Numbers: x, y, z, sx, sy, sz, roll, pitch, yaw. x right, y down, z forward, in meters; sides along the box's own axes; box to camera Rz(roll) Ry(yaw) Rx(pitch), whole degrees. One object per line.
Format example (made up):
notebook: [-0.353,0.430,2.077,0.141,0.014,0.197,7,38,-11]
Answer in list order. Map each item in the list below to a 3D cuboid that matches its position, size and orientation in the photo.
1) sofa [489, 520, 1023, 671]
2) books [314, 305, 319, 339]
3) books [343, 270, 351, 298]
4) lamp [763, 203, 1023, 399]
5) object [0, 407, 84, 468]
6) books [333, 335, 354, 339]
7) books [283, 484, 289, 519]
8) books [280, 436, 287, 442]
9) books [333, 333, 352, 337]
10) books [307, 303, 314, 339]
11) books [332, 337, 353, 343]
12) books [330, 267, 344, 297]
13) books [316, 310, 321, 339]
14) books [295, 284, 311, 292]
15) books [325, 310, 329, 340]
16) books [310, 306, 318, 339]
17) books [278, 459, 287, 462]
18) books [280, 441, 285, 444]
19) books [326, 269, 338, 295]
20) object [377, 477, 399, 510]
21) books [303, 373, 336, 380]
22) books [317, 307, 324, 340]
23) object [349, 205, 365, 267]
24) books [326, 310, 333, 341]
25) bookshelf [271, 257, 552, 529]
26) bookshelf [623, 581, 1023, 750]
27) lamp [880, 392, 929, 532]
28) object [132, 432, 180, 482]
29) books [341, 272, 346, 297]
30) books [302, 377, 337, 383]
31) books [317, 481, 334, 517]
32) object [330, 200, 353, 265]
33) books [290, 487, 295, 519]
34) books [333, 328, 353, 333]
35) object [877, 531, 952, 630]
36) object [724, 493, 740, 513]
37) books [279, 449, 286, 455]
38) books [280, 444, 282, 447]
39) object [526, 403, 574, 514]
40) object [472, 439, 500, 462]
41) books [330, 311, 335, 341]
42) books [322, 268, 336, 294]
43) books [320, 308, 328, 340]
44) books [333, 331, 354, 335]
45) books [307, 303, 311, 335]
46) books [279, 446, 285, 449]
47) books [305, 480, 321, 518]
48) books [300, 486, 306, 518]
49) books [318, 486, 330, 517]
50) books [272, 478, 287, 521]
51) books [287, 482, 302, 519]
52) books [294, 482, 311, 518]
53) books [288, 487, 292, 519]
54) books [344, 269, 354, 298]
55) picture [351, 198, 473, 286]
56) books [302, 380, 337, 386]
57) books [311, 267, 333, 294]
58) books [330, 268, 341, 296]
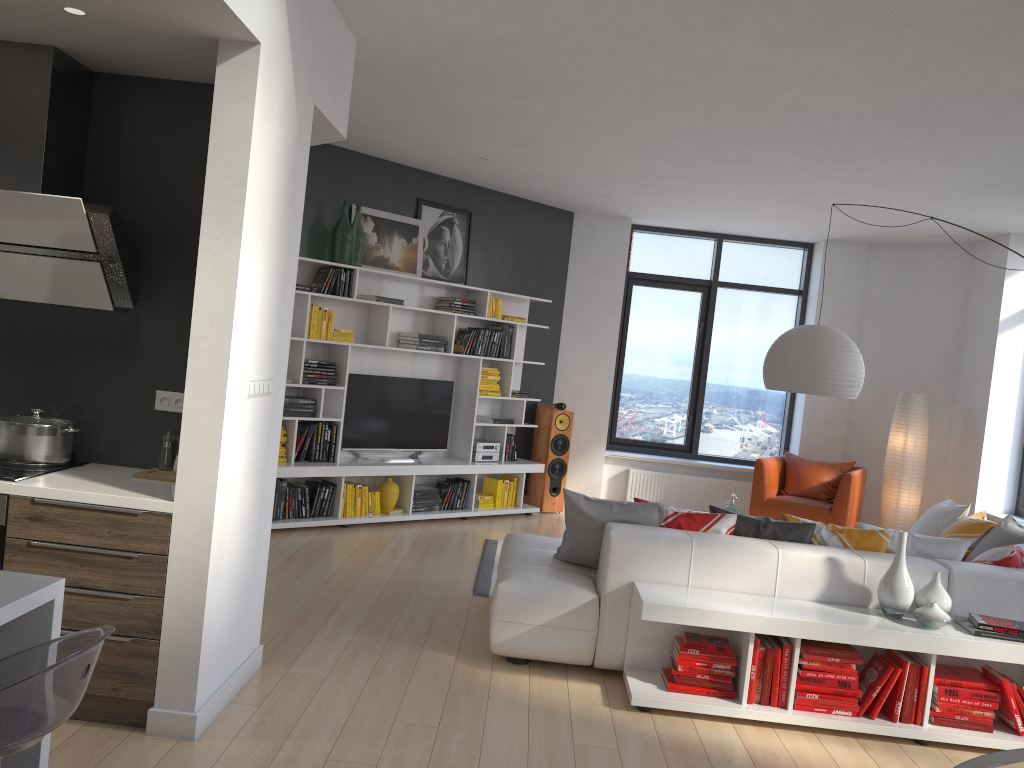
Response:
sofa: [1.635,1.144,5.508,3.424,0.732,2.614,6,2,1]
books: [-1.564,-0.482,6.878,0.015,0.263,0.199,4,3,-44]
books: [-1.348,-0.794,7.019,0.038,0.218,0.169,4,3,-44]
lamp: [2.893,0.345,4.768,3.199,2.647,0.710,8,3,37]
object: [-1.948,0.208,3.626,0.315,0.223,0.288,8,3,42]
books: [-1.381,-0.377,7.048,0.196,0.011,0.148,4,3,-44]
books: [-1.761,0.878,6.750,0.053,0.268,0.202,4,3,-44]
books: [-1.870,0.405,6.741,0.250,0.035,0.185,5,3,-41]
books: [-1.370,-0.389,7.030,0.169,0.018,0.113,4,3,-42]
books: [-1.606,-0.490,6.827,0.025,0.270,0.213,4,3,-44]
books: [-1.381,-0.354,7.045,0.190,0.033,0.147,4,3,-44]
books: [-1.389,-0.803,6.984,0.025,0.232,0.176,4,3,-44]
books: [-1.538,-0.462,6.876,0.024,0.229,0.156,4,3,-44]
books: [-1.688,-0.734,6.690,0.268,0.046,0.208,5,3,-40]
books: [-1.494,-0.466,6.942,0.023,0.239,0.169,4,3,-44]
books: [-1.585,-0.481,6.855,0.044,0.255,0.198,4,3,-44]
books: [-1.877,0.563,6.723,0.270,0.029,0.204,5,3,-39]
books: [-1.882,0.431,6.735,0.251,0.019,0.180,4,3,-44]
books: [-1.438,-0.798,6.930,0.074,0.212,0.154,4,3,-45]
object: [-1.036,0.910,7.408,0.185,0.257,0.185,7,2,24]
books: [-1.550,-0.067,6.948,0.209,0.030,0.266,8,3,45]
books: [-1.534,-0.475,6.903,0.019,0.251,0.180,4,3,-44]
object: [-1.254,-1.184,7.111,0.157,0.507,0.157,5,2,-30]
books: [-1.475,-0.462,6.957,0.024,0.234,0.172,4,3,-44]
bookshelf: [-0.867,0.132,7.517,3.000,2.052,0.455,4,3,-44]
bookshelf: [1.840,1.336,4.023,2.600,0.500,0.356,6,2,1]
lamp: [3.711,0.874,8.001,0.502,1.550,0.804,5,3,-38]
object: [-1.346,0.233,3.663,0.330,0.316,0.221,6,2,1]
books: [-1.369,-0.787,6.998,0.021,0.200,0.147,4,3,-44]
books: [-1.535,-0.037,6.940,0.270,0.025,0.189,4,3,-45]
books: [-1.503,0.907,7.004,0.084,0.249,0.191,4,3,-44]
object: [-1.327,-1.187,6.963,0.157,0.507,0.157,5,2,-30]
books: [-1.715,0.899,6.782,0.049,0.236,0.170,4,3,-43]
books: [-1.383,-0.427,7.050,0.186,0.026,0.138,4,3,-44]
object: [1.857,0.885,4.066,0.316,0.398,0.319,7,2,25]
object: [1.450,0.884,6.214,0.330,0.265,0.330,7,2,25]
books: [-1.881,0.500,6.729,0.255,0.044,0.198,4,3,-44]
books: [-1.881,0.453,6.714,0.228,0.024,0.152,5,3,-40]
object: [0.347,0.707,8.757,0.290,1.088,0.434,5,2,-29]
object: [-0.302,0.613,8.186,0.285,0.174,0.270,4,3,-44]
books: [-1.458,-0.461,6.977,0.024,0.234,0.172,4,3,-44]
books: [-1.467,-0.800,6.919,0.087,0.214,0.171,4,3,-43]
books: [-1.513,-0.473,6.920,0.035,0.250,0.185,4,3,-44]
books: [-1.374,-0.406,7.044,0.187,0.014,0.134,4,3,-44]
books: [-1.619,-0.490,6.802,0.029,0.270,0.204,4,3,-44]
books: [-1.890,0.469,6.737,0.263,0.015,0.198,5,3,-41]
books: [-1.586,0.895,6.931,0.066,0.260,0.197,4,3,-44]
books: [-1.654,0.900,6.834,0.066,0.242,0.177,4,3,-44]
books: [-1.523,0.909,6.970,0.071,0.243,0.179,4,3,-45]
books: [-1.827,0.851,6.691,0.128,0.321,0.259,4,3,-44]
books: [-1.680,0.892,6.819,0.066,0.255,0.193,4,3,-44]
books: [-1.631,0.898,6.861,0.083,0.249,0.191,4,3,-44]
books: [-1.737,0.896,6.770,0.053,0.240,0.189,4,3,-43]
books: [-1.322,-0.798,7.033,0.019,0.230,0.174,4,3,-44]
picture: [-0.844,-1.254,7.632,1.279,0.707,0.076,4,3,-44]
books: [-1.538,-0.012,6.939,0.189,0.026,0.263,8,3,45]
books: [-1.486,-0.802,6.892,0.166,0.213,0.096,8,3,45]
books: [-1.404,-0.798,6.964,0.021,0.221,0.156,4,3,-44]
